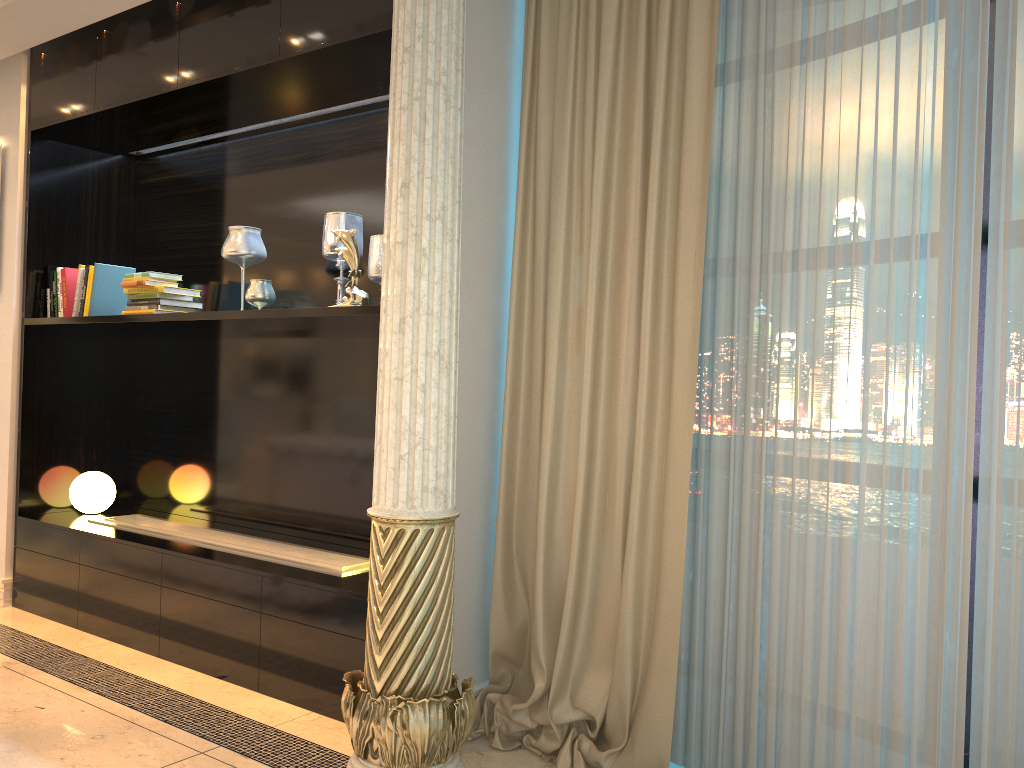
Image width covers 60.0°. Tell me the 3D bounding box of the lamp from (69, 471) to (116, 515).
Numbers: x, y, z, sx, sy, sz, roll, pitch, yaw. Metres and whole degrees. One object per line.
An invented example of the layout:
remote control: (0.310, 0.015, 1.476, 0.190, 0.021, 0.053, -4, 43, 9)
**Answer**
lamp: (-2.102, 0.544, 4.448, 0.212, 0.214, 0.213, 2, 0, -15)

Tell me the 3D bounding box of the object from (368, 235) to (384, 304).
object: (-0.479, -0.405, 3.412, 0.147, 0.317, 0.147, 2, 0, 38)

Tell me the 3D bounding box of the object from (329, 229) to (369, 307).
object: (-0.588, -0.411, 3.186, 0.182, 0.293, 0.116, 2, 0, 33)

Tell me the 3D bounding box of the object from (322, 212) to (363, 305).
object: (-0.684, -0.465, 3.567, 0.156, 0.426, 0.156, 2, 0, 41)

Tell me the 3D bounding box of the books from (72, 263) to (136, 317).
books: (-1.963, -0.434, 4.258, 0.210, 0.261, 0.212, 2, 0, 36)

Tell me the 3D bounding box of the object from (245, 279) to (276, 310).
object: (-1.046, -0.353, 3.685, 0.119, 0.154, 0.119, 2, 0, -45)

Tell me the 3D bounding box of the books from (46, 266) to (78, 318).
books: (-2.154, -0.444, 4.389, 0.240, 0.270, 0.208, 2, 0, 36)

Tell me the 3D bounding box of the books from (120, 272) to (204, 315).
books: (-1.590, -0.394, 4.019, 0.296, 0.197, 0.260, 2, 0, 38)

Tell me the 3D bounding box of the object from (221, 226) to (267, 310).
object: (-1.142, -0.470, 3.770, 0.181, 0.381, 0.181, 2, 0, 30)

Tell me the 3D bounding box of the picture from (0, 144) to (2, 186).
picture: (-2.775, -0.830, 4.562, 0.610, 0.729, 0.027, 2, 0, 36)
